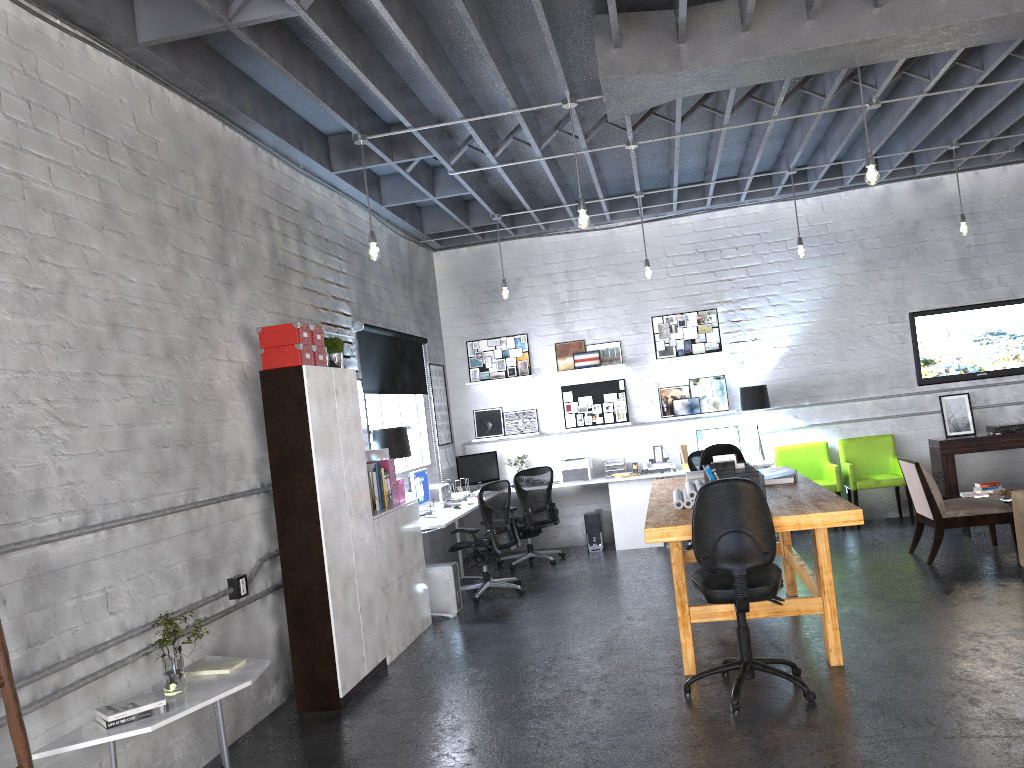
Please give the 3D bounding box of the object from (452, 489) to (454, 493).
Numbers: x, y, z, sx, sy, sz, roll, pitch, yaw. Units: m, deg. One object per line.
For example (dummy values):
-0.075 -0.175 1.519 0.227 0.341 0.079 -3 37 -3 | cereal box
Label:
-0.609 1.172 9.843 0.156 0.141 0.088 -7 -1 25 | object

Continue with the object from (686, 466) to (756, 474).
1.569 0.664 6.639 0.520 0.047 0.046 -7 -1 10 | object

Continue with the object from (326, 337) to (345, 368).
-1.219 -0.207 6.062 0.169 0.240 0.171 -7 -1 9 | object

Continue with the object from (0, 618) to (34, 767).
-1.837 0.871 2.917 0.320 2.120 0.425 -7 -1 10 | object

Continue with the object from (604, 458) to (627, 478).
1.181 0.952 10.103 0.229 0.180 0.316 -7 -2 10 | object

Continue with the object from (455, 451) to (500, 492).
-0.400 1.017 10.239 0.559 0.427 0.147 -5 -2 -43 | object

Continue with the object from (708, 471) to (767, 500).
1.377 0.639 5.429 0.316 0.156 0.306 -7 -2 10 | object

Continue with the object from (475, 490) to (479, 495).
-0.342 1.179 9.627 0.130 0.049 0.130 -8 -2 27 | object

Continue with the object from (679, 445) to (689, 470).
1.936 0.820 9.959 0.087 0.259 0.236 -7 -1 10 | object

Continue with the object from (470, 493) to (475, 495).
-0.440 1.215 9.778 0.048 0.012 0.111 -6 -2 -10 | object

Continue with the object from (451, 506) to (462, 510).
-0.532 1.165 8.354 0.114 0.036 0.058 -7 -2 0 | object

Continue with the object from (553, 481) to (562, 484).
0.499 1.107 9.953 0.103 0.021 0.131 -6 -2 -10 | object

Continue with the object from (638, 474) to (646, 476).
1.431 0.998 9.738 0.008 0.007 0.141 -8 -2 44 | object

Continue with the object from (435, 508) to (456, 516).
-0.606 1.168 8.069 0.181 0.028 0.422 -7 -2 0 | object

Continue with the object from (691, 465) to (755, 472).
1.585 0.665 6.731 0.520 0.047 0.046 -7 -1 10 | object

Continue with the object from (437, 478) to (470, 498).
-0.623 1.130 9.506 0.324 0.208 0.233 -7 -2 10 | object

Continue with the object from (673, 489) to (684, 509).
1.062 0.734 5.672 0.057 0.058 0.635 -7 -2 10 | object

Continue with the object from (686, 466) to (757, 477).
1.561 0.663 6.593 0.520 0.047 0.046 -7 -1 10 | object

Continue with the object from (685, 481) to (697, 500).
1.141 0.675 5.658 0.057 0.057 0.635 -7 -2 10 | object

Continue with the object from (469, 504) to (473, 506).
-0.380 1.158 8.491 0.025 0.021 0.119 -8 -2 37 | object

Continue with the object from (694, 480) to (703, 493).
1.197 0.668 5.648 0.057 0.057 0.635 -7 -2 10 | object

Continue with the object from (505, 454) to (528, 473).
0.079 0.997 10.334 0.297 0.362 0.271 -6 -2 -35 | object

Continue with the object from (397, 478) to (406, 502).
-0.996 0.871 7.193 0.214 0.177 0.161 -7 -1 10 | object

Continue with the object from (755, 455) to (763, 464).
2.652 0.810 9.514 0.069 0.083 0.090 -7 -2 9 | object

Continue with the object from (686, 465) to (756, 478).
1.577 0.664 6.684 0.520 0.047 0.046 -7 -1 10 | object

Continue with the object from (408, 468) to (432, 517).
-0.887 1.008 8.155 0.212 0.417 0.465 -7 -2 10 | object

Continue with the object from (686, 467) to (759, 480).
1.551 0.662 6.538 0.520 0.047 0.046 -7 -1 8 | object

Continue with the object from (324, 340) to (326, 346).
-1.289 -0.208 5.773 0.169 0.240 0.171 -8 -2 39 | object

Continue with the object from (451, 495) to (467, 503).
-0.679 1.196 9.171 0.392 0.064 0.259 -7 -2 10 | object

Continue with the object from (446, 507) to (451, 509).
-0.587 1.184 8.444 0.076 0.016 0.017 -7 -1 0 | object

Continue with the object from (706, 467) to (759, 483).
1.430 0.644 5.732 0.316 0.156 0.306 -7 -2 10 | object

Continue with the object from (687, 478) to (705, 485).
1.553 0.702 6.523 0.520 0.047 0.047 -7 -1 10 | object

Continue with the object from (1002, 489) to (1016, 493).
4.836 1.036 8.633 0.151 0.040 0.151 -8 -2 27 | object

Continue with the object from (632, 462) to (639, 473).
1.405 0.955 10.106 0.093 0.116 0.067 -7 -1 10 | object

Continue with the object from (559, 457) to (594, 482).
0.740 0.979 10.185 0.351 0.235 0.351 -7 -2 10 | object

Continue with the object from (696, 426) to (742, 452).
2.313 0.694 9.892 0.465 0.417 0.212 -7 -1 15 | object

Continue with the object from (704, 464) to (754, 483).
1.483 0.648 6.035 0.316 0.156 0.306 -7 -2 10 | object

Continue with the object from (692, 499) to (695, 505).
1.174 0.720 5.652 0.057 0.058 0.635 -7 -2 10 | object

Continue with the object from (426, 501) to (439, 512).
-0.755 1.166 8.431 0.082 0.090 0.090 -8 -2 35 | object

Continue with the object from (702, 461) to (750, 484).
1.536 0.652 6.338 0.316 0.156 0.306 -7 -2 10 | object

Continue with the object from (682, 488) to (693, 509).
1.119 0.727 5.662 0.058 0.057 0.635 -7 -2 10 | object

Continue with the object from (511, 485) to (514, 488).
0.030 1.159 10.093 0.058 0.036 0.114 -5 -2 -40 | object

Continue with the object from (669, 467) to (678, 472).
1.773 0.935 9.713 0.095 0.050 0.095 -6 -2 -22 | object

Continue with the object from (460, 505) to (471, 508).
-0.453 1.168 8.429 0.119 0.016 0.119 -8 -2 27 | object

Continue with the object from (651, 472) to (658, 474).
1.570 0.979 9.783 0.125 0.011 0.011 -5 -2 -42 | object

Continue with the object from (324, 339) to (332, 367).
-1.290 -0.203 5.924 0.169 0.240 0.171 -6 -2 -41 | object

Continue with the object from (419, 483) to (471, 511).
-0.664 1.096 8.737 0.485 0.230 0.420 -7 -2 10 | object

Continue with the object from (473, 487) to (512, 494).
-0.214 1.186 9.943 0.421 0.028 0.181 -6 -2 -30 | object

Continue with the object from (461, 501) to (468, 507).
-0.449 1.144 8.432 0.078 0.049 0.062 -6 -2 -20 | object

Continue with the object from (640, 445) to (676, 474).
1.639 0.846 10.017 0.405 0.280 0.399 -7 -2 10 | object

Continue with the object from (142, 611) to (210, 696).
-1.521 1.222 4.036 0.297 0.362 0.270 -8 -2 45 | object
